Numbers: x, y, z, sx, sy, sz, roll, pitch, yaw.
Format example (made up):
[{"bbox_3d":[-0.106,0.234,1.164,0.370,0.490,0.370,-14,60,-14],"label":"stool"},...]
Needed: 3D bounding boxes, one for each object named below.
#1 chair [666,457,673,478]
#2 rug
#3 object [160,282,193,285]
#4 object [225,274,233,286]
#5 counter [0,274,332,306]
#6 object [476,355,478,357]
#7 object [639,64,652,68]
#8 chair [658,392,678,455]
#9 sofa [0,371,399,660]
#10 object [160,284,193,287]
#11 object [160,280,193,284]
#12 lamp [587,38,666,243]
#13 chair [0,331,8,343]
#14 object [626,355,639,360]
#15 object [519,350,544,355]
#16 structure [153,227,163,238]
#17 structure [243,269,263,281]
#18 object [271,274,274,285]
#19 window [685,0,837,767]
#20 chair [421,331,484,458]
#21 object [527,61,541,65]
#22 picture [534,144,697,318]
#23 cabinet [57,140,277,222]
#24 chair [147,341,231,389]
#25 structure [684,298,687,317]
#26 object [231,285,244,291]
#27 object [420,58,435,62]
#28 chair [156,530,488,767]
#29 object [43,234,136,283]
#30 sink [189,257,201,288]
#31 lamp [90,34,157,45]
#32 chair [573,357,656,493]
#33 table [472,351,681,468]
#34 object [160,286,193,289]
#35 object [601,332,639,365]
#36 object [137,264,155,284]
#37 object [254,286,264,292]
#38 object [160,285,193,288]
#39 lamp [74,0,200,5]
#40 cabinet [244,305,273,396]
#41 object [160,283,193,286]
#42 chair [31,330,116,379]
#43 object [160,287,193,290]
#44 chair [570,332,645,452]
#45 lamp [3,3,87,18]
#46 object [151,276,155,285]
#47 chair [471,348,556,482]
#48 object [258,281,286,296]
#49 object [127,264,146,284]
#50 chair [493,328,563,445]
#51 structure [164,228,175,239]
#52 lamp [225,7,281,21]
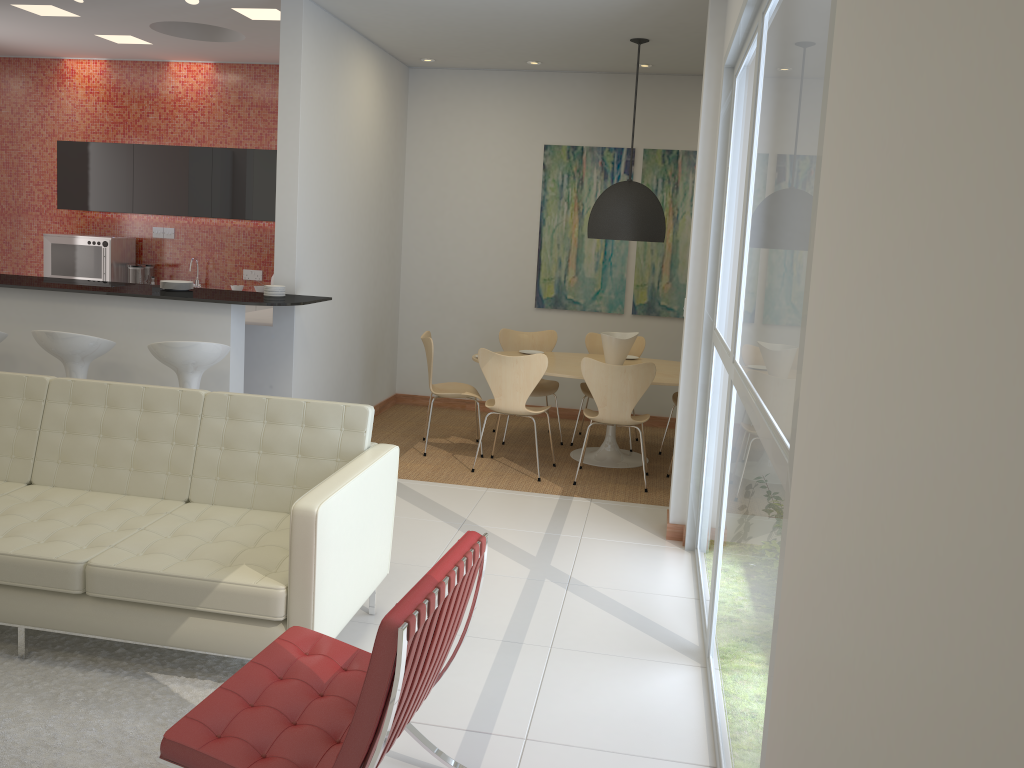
[{"bbox_3d":[1.444,0.294,6.244,0.521,0.901,0.519,2,7,-7],"label":"chair"},{"bbox_3d":[-2.184,1.152,2.684,3.330,0.004,2.460,5,10,10],"label":"rug"},{"bbox_3d":[-2.243,-0.672,5.926,0.210,0.015,0.211,-4,12,-36],"label":"object"},{"bbox_3d":[-2.668,-0.952,8.414,0.164,0.176,0.011,7,7,23],"label":"object"},{"bbox_3d":[-2.742,-0.644,5.891,2.966,0.019,0.741,5,10,9],"label":"counter"},{"bbox_3d":[-0.184,-0.209,6.961,0.211,0.015,0.211,9,11,31],"label":"object"},{"bbox_3d":[1.135,-2.721,7.569,0.129,0.010,0.130,-4,12,-35],"label":"object"},{"bbox_3d":[1.567,0.136,7.199,0.523,0.901,0.517,8,9,33],"label":"chair"},{"bbox_3d":[-1.867,0.516,3.771,2.566,0.916,1.008,5,8,9],"label":"sofa"},{"bbox_3d":[-2.244,-0.659,5.927,0.210,0.015,0.211,-4,12,-36],"label":"object"},{"bbox_3d":[-2.243,-0.679,5.925,0.210,0.015,0.211,-4,12,-36],"label":"object"},{"bbox_3d":[0.913,-1.836,6.702,0.595,1.483,0.598,5,7,11],"label":"lamp"},{"bbox_3d":[-3.342,0.103,5.443,0.458,1.014,0.467,6,8,20],"label":"chair"},{"bbox_3d":[0.955,-0.222,7.406,0.211,0.015,0.211,8,11,26],"label":"object"},{"bbox_3d":[0.162,-0.262,7.378,0.211,0.015,0.211,9,11,31],"label":"object"},{"bbox_3d":[-3.542,-1.515,8.857,0.114,0.104,0.013,5,7,9],"label":"structure"},{"bbox_3d":[-2.558,-1.074,8.732,0.198,0.098,0.016,5,7,9],"label":"structure"},{"bbox_3d":[-2.230,-0.982,8.491,0.159,0.281,0.160,-1,8,-29],"label":"object"},{"bbox_3d":[0.833,-0.129,3.205,0.121,2.695,3.457,4,9,9],"label":"window"},{"bbox_3d":[-0.475,0.066,6.936,0.515,0.901,0.525,2,7,-7],"label":"chair"},{"bbox_3d":[0.193,-2.800,7.722,0.129,0.010,0.130,-4,12,-35],"label":"object"},{"bbox_3d":[1.108,-1.384,8.069,1.740,1.497,0.020,5,7,9],"label":"picture"},{"bbox_3d":[-2.797,-1.924,8.512,3.244,0.655,0.354,5,7,9],"label":"cabinet"},{"bbox_3d":[-1.900,0.224,5.212,0.457,1.014,0.468,3,7,-5],"label":"chair"},{"bbox_3d":[0.996,-0.440,5.103,0.013,0.104,0.115,4,8,9],"label":"structure"},{"bbox_3d":[-2.609,-0.892,8.402,0.121,0.083,0.121,8,10,29],"label":"object"},{"bbox_3d":[-0.749,-2.880,7.875,0.129,0.010,0.130,-4,12,-35],"label":"object"},{"bbox_3d":[-0.476,0.873,2.498,0.707,0.811,0.704,5,8,14],"label":"chair"},{"bbox_3d":[-4.161,-1.223,8.715,0.722,0.467,0.438,5,8,9],"label":"object"},{"bbox_3d":[-3.120,-0.958,8.600,0.809,0.534,0.419,5,8,9],"label":"sink"},{"bbox_3d":[-3.387,-3.025,7.732,0.409,0.034,0.411,5,10,9],"label":"lamp"},{"bbox_3d":[0.736,0.250,6.272,0.521,0.901,0.519,4,7,9],"label":"chair"},{"bbox_3d":[0.781,0.222,6.951,2.263,0.724,1.289,5,9,10],"label":"table"},{"bbox_3d":[-2.245,-0.645,5.929,0.210,0.015,0.211,-4,12,-36],"label":"object"},{"bbox_3d":[0.818,-0.271,6.878,0.261,0.278,0.273,-5,11,-45],"label":"object"},{"bbox_3d":[-3.651,-1.088,8.831,0.172,0.214,0.173,7,9,27],"label":"object"},{"bbox_3d":[-2.427,-0.905,8.537,0.121,0.083,0.122,-1,10,-26],"label":"object"},{"bbox_3d":[-2.244,-0.652,5.928,0.210,0.015,0.211,-4,12,-36],"label":"object"},{"bbox_3d":[-2.722,-2.491,5.535,1.823,0.198,0.113,5,7,9],"label":"lamp"},{"bbox_3d":[-3.106,-0.248,7.651,3.337,0.978,2.513,5,9,9],"label":"cabinet"},{"bbox_3d":[-2.244,-0.665,5.927,0.210,0.015,0.211,-4,12,-36],"label":"object"},{"bbox_3d":[-2.622,0.163,5.326,0.458,1.014,0.467,6,8,20],"label":"chair"},{"bbox_3d":[-2.245,-0.638,5.930,0.210,0.015,0.211,-4,12,-36],"label":"object"},{"bbox_3d":[0.816,0.052,7.444,0.522,0.901,0.519,5,8,13],"label":"chair"},{"bbox_3d":[-3.554,-2.865,6.754,0.409,0.034,0.411,5,10,9],"label":"lamp"},{"bbox_3d":[-3.544,-1.016,8.742,0.037,0.092,0.037,4,7,9],"label":"object"},{"bbox_3d":[0.035,0.185,6.414,0.522,0.901,0.519,5,8,16],"label":"chair"},{"bbox_3d":[-1.600,-0.642,5.909,0.173,0.097,0.141,4,9,2],"label":"object"},{"bbox_3d":[-3.651,-1.048,8.597,0.172,0.214,0.173,7,9,27],"label":"object"},{"bbox_3d":[0.148,0.011,7.459,0.521,0.901,0.519,2,7,-12],"label":"chair"},{"bbox_3d":[-3.425,-1.506,8.841,0.114,0.104,0.008,5,7,9],"label":"structure"},{"bbox_3d":[-1.813,-2.718,6.471,0.409,0.034,0.411,5,10,9],"label":"lamp"}]
